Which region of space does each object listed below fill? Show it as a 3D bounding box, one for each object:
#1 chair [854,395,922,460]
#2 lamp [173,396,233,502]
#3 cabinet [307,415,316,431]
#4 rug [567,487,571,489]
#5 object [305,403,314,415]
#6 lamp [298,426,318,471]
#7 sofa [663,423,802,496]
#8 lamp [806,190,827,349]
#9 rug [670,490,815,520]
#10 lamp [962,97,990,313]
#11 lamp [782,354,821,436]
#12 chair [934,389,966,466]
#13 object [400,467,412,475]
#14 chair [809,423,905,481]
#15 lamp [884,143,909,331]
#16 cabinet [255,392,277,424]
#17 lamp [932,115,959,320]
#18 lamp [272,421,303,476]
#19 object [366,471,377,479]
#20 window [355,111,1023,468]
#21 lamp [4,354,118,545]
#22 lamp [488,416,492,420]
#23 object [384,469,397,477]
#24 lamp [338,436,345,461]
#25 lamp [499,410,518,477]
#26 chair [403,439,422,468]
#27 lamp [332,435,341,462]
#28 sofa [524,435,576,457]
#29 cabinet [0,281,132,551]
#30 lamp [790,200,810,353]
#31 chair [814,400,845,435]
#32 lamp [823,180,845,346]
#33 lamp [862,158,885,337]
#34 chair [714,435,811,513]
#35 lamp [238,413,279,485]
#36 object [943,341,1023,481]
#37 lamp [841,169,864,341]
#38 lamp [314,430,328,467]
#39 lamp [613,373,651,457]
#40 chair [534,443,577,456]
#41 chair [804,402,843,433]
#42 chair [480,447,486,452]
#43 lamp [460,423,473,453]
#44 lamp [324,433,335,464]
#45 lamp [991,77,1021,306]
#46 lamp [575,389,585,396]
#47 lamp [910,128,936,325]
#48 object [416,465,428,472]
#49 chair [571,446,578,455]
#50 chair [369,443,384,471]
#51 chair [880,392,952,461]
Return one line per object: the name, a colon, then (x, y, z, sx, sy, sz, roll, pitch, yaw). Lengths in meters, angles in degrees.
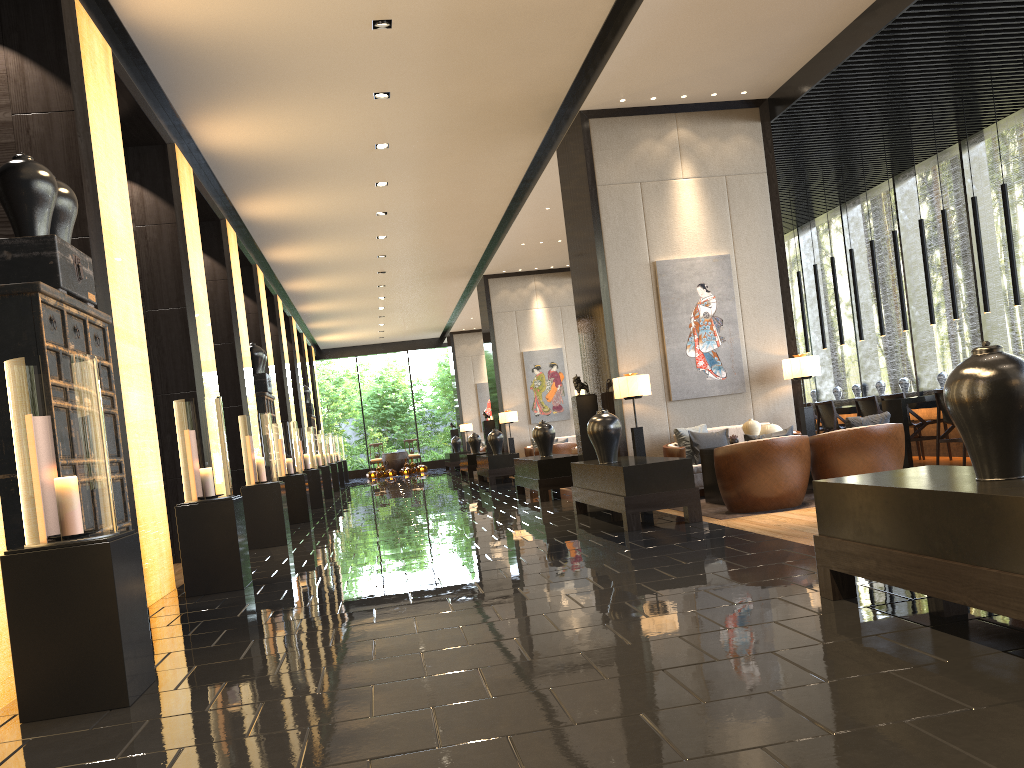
chair: (4.507, 0.541, 10.737, 0.562, 0.827, 0.526, -7, -1, -9)
lamp: (-2.252, 0.473, 6.458, 0.335, 0.729, 0.338, -6, 0, -36)
cabinet: (-5.180, 1.780, 22.400, 0.547, 1.923, 1.189, -7, -1, -9)
rug: (1.927, 1.328, 12.020, 2.038, 0.008, 2.246, -6, -3, -9)
object: (-5.204, 0.658, 22.440, 0.365, 0.315, 0.607, -6, -2, -9)
lamp: (-3.538, 1.110, 15.173, 0.336, 0.729, 0.337, -7, 0, -7)
sofa: (2.268, 0.783, 9.150, 1.447, 0.693, 0.604, -6, -1, -8)
lamp: (4.497, -1.718, 13.121, 0.060, 2.420, 0.060, -7, 0, -14)
rug: (2.470, 1.059, 8.336, 1.956, 0.008, 2.246, -6, -3, -9)
lamp: (5.016, -1.975, 9.603, 0.060, 2.420, 0.060, -7, 0, -14)
lamp: (3.125, 0.363, 9.367, 0.376, 1.351, 0.374, -7, 0, 21)
chair: (4.739, 0.426, 9.166, 0.562, 0.827, 0.526, -7, -1, -9)
object: (-3.281, 2.677, 27.295, 0.369, 0.229, 0.370, -7, -2, -6)
chair: (2.978, 0.654, 7.520, 0.803, 0.604, 0.607, -6, -2, -8)
lamp: (4.797, -1.866, 11.092, 0.060, 2.420, 0.060, -7, 0, -14)
cabinet: (-3.892, 1.143, 13.676, 0.547, 1.923, 1.189, -7, -1, -9)
lamp: (4.940, -1.937, 10.120, 0.060, 2.420, 0.060, -7, 0, -14)
lamp: (-3.109, 0.898, 12.268, 0.336, 0.729, 0.337, -7, 0, -3)
object: (-4.365, 2.829, 27.717, 0.370, 0.229, 0.370, -7, -2, 9)
window: (-0.169, -0.414, 14.473, 12.040, 4.226, 31.949, -6, -3, -9)
lamp: (-1.830, 0.265, 3.600, 0.337, 0.729, 0.337, -7, 0, 0)
lamp: (-0.272, 1.340, 19.714, 0.375, 1.351, 0.374, -7, 0, 10)
object: (-3.734, 2.727, 27.223, 0.370, 0.229, 0.369, -7, -2, 14)
lamp: (-5.253, 1.958, 26.793, 0.336, 0.729, 0.337, -7, 0, -21)
lamp: (-0.008, 1.209, 17.925, 0.375, 1.351, 0.374, -7, 0, 10)
chair: (-3.248, 2.338, 28.890, 0.519, 1.076, 0.537, -7, 0, -9)
lamp: (-4.825, 1.746, 23.888, 0.336, 0.729, 0.337, -7, 0, -7)
sofa: (0.973, 1.424, 17.928, 1.447, 0.693, 0.604, -6, -1, -8)
cabinet: (-2.611, 0.509, 4.997, 0.547, 1.923, 1.189, -7, -1, -9)
lamp: (4.421, -1.680, 13.640, 0.060, 2.420, 0.060, -7, 0, -14)
chair: (4.359, 0.614, 11.739, 0.562, 0.827, 0.526, -7, -1, -9)
lamp: (4.571, -1.755, 12.618, 0.060, 2.420, 0.060, -7, 0, -14)
lamp: (4.721, -1.829, 11.602, 0.060, 2.420, 0.060, -7, 0, -14)
chair: (2.137, 0.747, 7.395, 0.803, 0.604, 0.607, -6, -2, -8)
lamp: (-2.680, 0.686, 9.363, 0.335, 0.729, 0.338, -6, 0, -36)
object: (1.721, 0.092, 3.160, 0.311, 0.493, 0.312, -6, -1, -20)
lamp: (4.646, -1.792, 12.111, 0.060, 2.420, 0.060, -7, 0, -14)
lamp: (-3.967, 1.322, 18.078, 0.336, 0.729, 0.337, -7, 0, -7)
lamp: (1.295, 0.566, 9.094, 0.376, 1.348, 0.373, -7, 0, 43)
chair: (0.842, 1.388, 16.172, 0.803, 0.604, 0.607, -6, -2, -8)
chair: (4.275, 0.655, 12.308, 0.562, 0.827, 0.526, -7, -1, -9)
chair: (-0.477, 2.040, 25.101, 0.803, 0.604, 0.607, -6, -2, -8)
lamp: (-1.322, 1.859, 26.821, 0.376, 1.351, 0.374, -7, 0, 21)
lamp: (-4.396, 1.534, 20.983, 0.336, 0.729, 0.337, -7, 0, -7)
lamp: (5.084, -2.009, 9.143, 0.060, 2.420, 0.060, -7, 0, -14)
lamp: (1.033, 0.711, 10.883, 0.376, 1.319, 0.373, -7, 0, 35)
lamp: (4.877, -1.906, 10.547, 0.060, 2.420, 0.060, -7, 0, -14)
object: (-2.847, 2.661, 27.925, 0.368, 0.229, 0.371, -5, -3, -36)
chair: (1.260, 1.149, 12.759, 0.803, 0.604, 0.607, -6, -2, -8)
chair: (-4.357, 2.460, 28.725, 0.519, 1.076, 0.537, -7, 0, -9)
chair: (4.591, 0.499, 10.168, 0.562, 0.827, 0.526, -7, -1, -9)
